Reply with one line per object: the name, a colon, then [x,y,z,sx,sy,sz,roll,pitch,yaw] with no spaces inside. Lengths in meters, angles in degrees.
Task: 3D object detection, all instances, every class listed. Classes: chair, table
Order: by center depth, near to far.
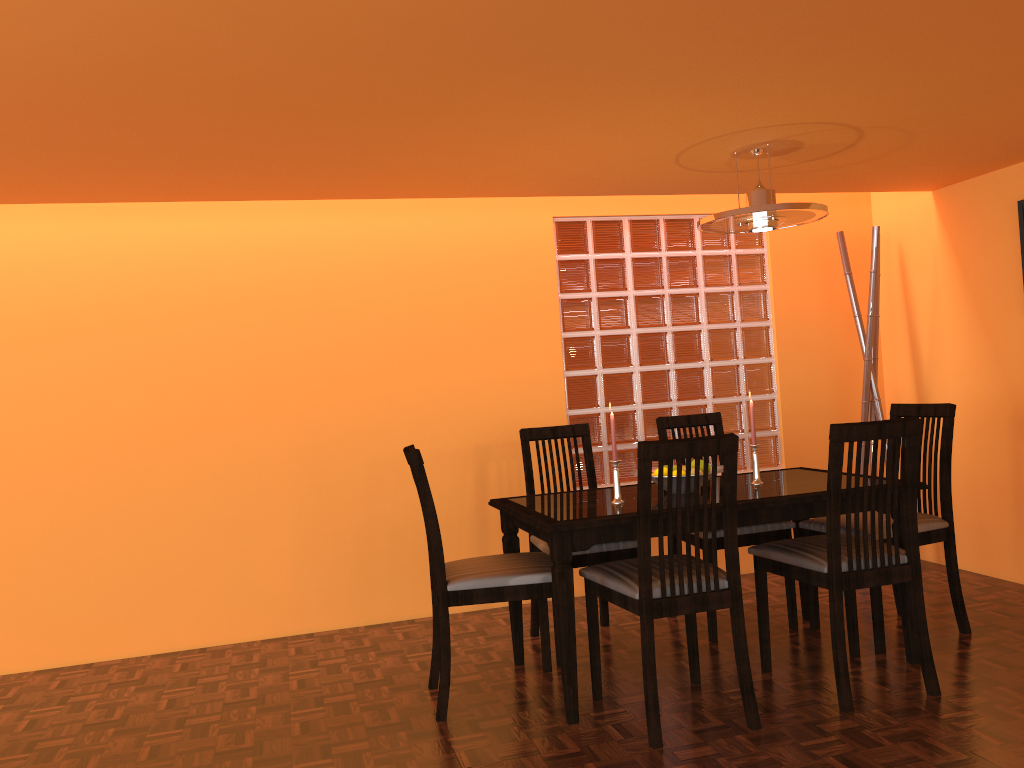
chair: [0.441,0.548,2.541,0.373,0.809,0.465,-4,0,-15]
chair: [0.997,0.509,2.688,0.373,0.809,0.465,-4,0,-15]
chair: [-0.082,0.585,2.796,0.465,0.809,0.373,-4,0,-10]
table: [0.631,0.648,2.954,1.259,0.584,0.697,-4,0,-15]
chair: [1.331,0.486,3.163,0.465,0.809,0.373,-4,0,-20]
chair: [0.247,0.563,3.281,0.373,0.809,0.465,-4,0,-15]
chair: [0.803,0.524,3.429,0.373,0.809,0.465,-4,0,-15]

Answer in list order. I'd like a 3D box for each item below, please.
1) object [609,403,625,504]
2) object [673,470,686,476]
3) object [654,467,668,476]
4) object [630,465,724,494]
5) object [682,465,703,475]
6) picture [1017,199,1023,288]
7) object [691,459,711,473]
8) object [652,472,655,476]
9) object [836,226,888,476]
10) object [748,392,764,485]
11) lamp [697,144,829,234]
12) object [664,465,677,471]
object: [0.325,0.213,2.811,0.044,0.326,0.044,-4,0,-26]
object: [0.540,0.302,2.883,0.055,0.046,0.046,-4,0,38]
object: [0.491,0.294,2.894,0.055,0.046,0.046,-4,0,-32]
object: [0.565,0.324,2.957,0.337,0.072,0.337,-4,0,41]
object: [0.598,0.299,2.906,0.066,0.070,0.055,-4,0,-33]
picture: [2.084,-0.506,3.365,0.014,0.456,0.361,-4,0,-15]
object: [0.632,0.284,2.978,0.069,0.066,0.069,-4,0,-5]
object: [0.519,0.319,2.930,0.150,0.052,0.066,-4,0,33]
object: [1.673,0.076,4.086,0.226,1.589,0.308,-4,0,7]
object: [0.826,0.178,3.031,0.044,0.326,0.044,-4,0,-26]
lamp: [0.849,-0.664,3.038,0.435,0.274,0.435,-4,0,7]
object: [0.530,0.311,2.979,0.087,0.076,0.089,-4,0,-9]
